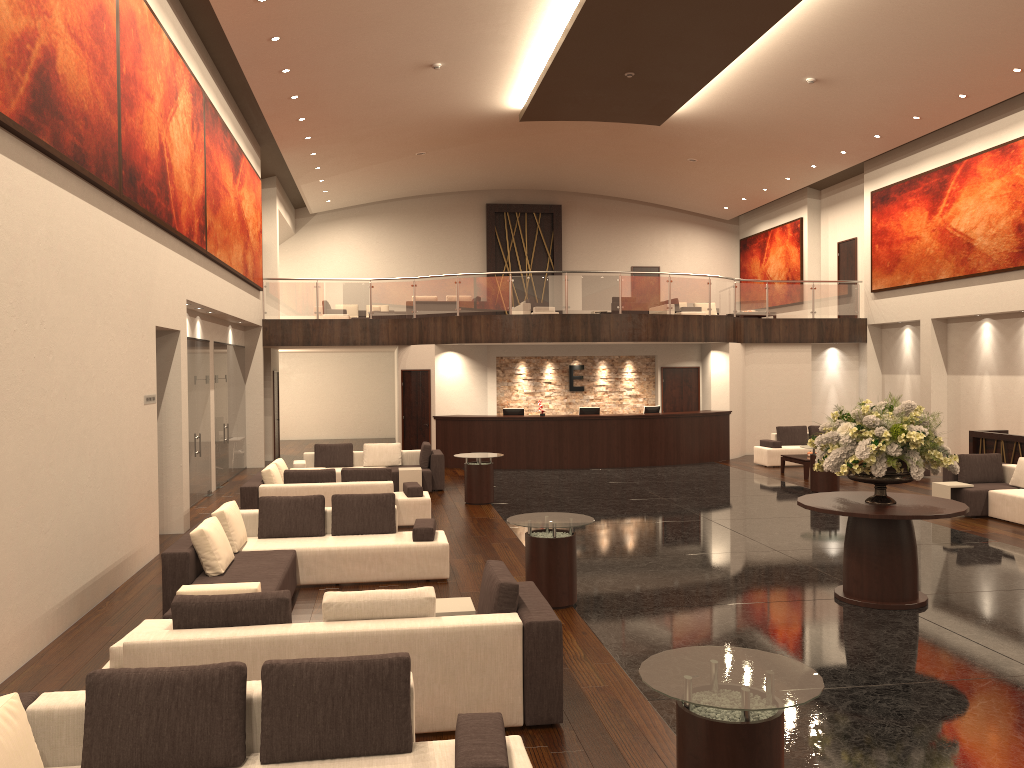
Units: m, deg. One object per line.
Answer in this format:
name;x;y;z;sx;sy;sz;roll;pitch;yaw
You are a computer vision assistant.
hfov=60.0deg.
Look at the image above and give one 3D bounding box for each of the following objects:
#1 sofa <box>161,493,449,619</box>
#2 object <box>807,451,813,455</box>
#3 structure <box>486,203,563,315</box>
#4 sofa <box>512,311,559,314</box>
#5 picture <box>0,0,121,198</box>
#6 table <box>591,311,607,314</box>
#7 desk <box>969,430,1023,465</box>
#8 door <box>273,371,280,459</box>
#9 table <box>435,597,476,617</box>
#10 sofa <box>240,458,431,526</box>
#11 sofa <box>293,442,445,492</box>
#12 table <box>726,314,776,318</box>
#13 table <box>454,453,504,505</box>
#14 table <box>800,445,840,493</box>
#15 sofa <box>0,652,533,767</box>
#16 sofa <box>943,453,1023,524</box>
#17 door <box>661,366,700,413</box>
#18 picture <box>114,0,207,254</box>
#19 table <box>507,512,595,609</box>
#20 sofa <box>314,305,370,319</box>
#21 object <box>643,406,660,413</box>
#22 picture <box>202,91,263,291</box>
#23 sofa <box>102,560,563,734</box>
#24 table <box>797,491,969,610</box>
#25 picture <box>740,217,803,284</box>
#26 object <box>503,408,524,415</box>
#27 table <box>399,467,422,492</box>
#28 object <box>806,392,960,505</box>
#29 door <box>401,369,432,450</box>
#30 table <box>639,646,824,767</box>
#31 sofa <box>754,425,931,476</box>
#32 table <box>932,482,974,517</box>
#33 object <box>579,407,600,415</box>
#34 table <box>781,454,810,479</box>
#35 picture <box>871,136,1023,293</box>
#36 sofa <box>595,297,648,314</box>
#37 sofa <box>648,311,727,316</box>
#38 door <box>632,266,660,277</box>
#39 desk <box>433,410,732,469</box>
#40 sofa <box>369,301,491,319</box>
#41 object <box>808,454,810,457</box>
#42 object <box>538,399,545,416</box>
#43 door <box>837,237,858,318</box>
sofa;-1.836;1.670;8.453;2.586;0.862;3.366;-1;1;-8
object;6.116;1.421;18.193;0.119;0.106;0.119;0;1;15
structure;0.412;-3.829;29.428;2.524;4.236;0.187;-1;1;-8
sofa;0.773;-2.096;26.672;1.291;0.862;2.846;-1;1;-8
picture;-3.791;-3.155;6.957;0.070;2.526;4.515;-1;1;-8
table;2.555;-1.900;26.016;0.400;0.460;0.400;-1;1;-8
desk;8.683;1.368;14.578;0.700;1.043;2.606;-1;1;-8
door;-6.066;0.776;22.774;0.104;2.232;0.990;-1;1;-8
table;-0.491;1.890;6.670;0.400;0.460;0.400;-1;1;-8
sofa;-2.621;1.585;13.744;2.586;0.862;3.366;-1;1;-8
sofa;-2.690;1.540;16.371;2.846;0.862;1.291;-1;1;-8
table;7.091;-1.912;26.337;1.100;0.380;1.100;-1;1;-8
table;-0.547;1.579;14.737;0.833;0.795;0.844;0;1;31
table;5.506;1.504;15.612;0.833;0.795;0.844;0;1;31
sofa;-1.024;1.761;2.839;2.586;0.862;3.366;-1;1;-8
sofa;7.299;1.510;12.473;1.291;0.862;2.846;-1;1;-8
door;4.185;0.686;22.019;0.990;2.232;0.104;-1;1;-8
picture;-4.439;-3.228;11.427;0.070;2.526;4.515;-1;1;-8
table;0.369;1.681;8.411;0.844;0.795;0.833;0;1;43
sofa;-4.214;-2.050;26.837;3.366;0.862;2.586;-1;1;-8
object;3.257;0.757;20.624;0.483;0.485;0.189;-1;1;-33
picture;-5.228;-3.316;16.882;0.070;2.526;6.485;-1;1;-8
sofa;-1.174;1.709;5.903;2.846;0.862;1.291;-1;1;-8
table;3.511;1.587;8.459;1.498;0.921;1.498;-1;1;-17
picture;8.159;-3.645;28.149;0.070;2.526;4.515;-1;1;-8
object;0.038;0.795;20.253;0.483;0.485;0.189;0;1;7
table;-1.818;1.743;15.836;0.400;0.460;0.400;-1;1;-8
object;3.474;0.579;8.440;1.402;1.097;1.453;0;1;38
door;-2.216;0.776;20.603;0.990;2.232;0.104;0;1;42
table;1.016;1.750;4.138;0.844;0.795;0.833;0;1;43
sofa;6.965;1.400;18.936;2.586;0.862;3.366;-1;1;-8
table;6.537;1.707;13.158;0.400;0.460;0.400;-1;1;-8
object;1.768;0.778;20.229;0.483;0.485;0.189;-1;1;-8
table;6.215;1.665;17.995;1.100;0.380;1.100;-1;1;-8
picture;9.483;-3.498;19.009;0.070;2.526;6.485;-1;1;-8
sofa;3.092;-2.123;26.882;1.291;0.862;2.846;-1;1;-8
sofa;6.147;-2.160;27.298;3.366;0.862;2.586;-1;1;-8
door;4.552;-2.878;30.134;0.990;2.232;0.104;-1;1;-8
desk;1.768;1.269;20.421;7.146;1.171;1.674;-1;1;-7
sofa;-2.413;-2.046;25.581;3.366;0.862;2.586;-1;1;-8
object;6.203;1.459;17.943;0.437;0.040;0.154;0;1;38
object;0.668;0.518;19.801;0.163;0.390;0.165;-1;1;0
door;9.173;-2.820;24.228;0.104;2.232;0.990;-1;1;-8
